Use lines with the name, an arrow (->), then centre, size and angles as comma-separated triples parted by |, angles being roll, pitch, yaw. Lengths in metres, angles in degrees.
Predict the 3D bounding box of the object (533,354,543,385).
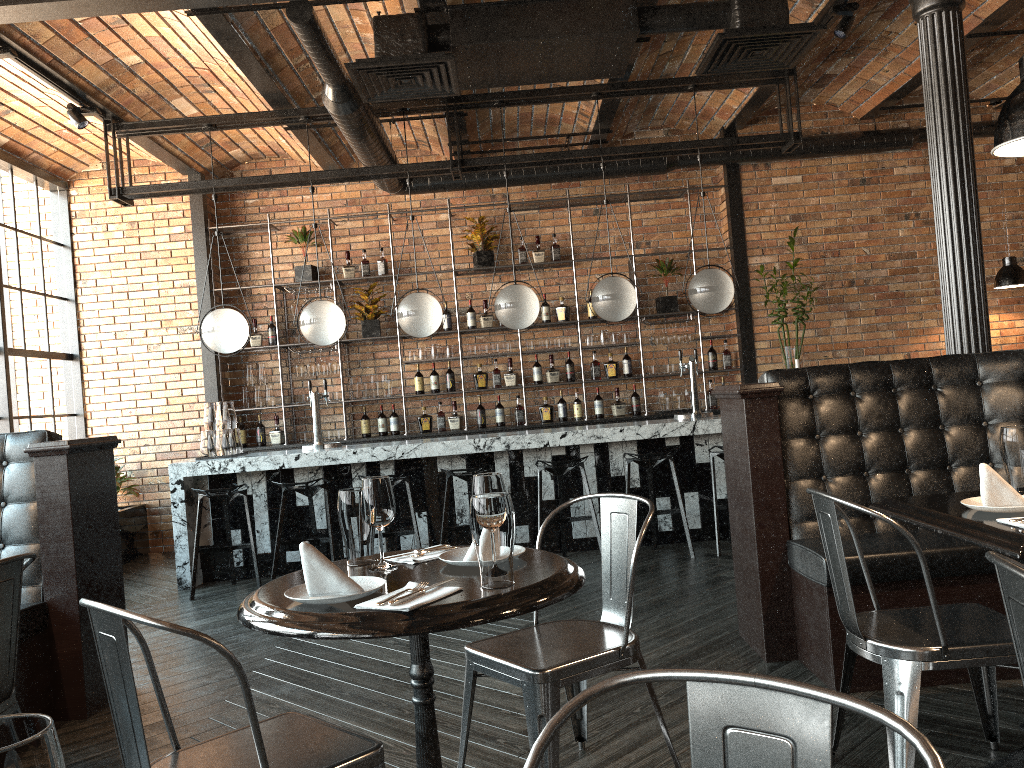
object -> 0.242, -0.139, 8.466 | 0.086, 0.298, 0.086 | -4, -1, -41

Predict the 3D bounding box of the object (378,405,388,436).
object -> -1.239, 0.347, 8.481 | 0.086, 0.298, 0.086 | -4, -1, -41

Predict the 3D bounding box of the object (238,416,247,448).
object -> -2.578, 0.458, 8.451 | 0.086, 0.299, 0.086 | -4, -1, -41

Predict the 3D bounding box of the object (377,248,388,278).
object -> -1.237, -1.157, 8.468 | 0.083, 0.282, 0.083 | -5, -1, 15

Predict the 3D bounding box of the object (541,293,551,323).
object -> 0.322, -0.719, 8.497 | 0.086, 0.298, 0.086 | -4, -1, -41

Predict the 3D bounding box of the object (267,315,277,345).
object -> -2.287, -0.505, 8.461 | 0.086, 0.299, 0.086 | -4, -1, -41

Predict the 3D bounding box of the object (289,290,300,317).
object -> -2.055, -0.762, 8.370 | 0.092, 0.244, 0.092 | -5, -1, 6

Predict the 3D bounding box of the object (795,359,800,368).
object -> 2.527, -0.020, 7.544 | 0.319, 0.397, 0.316 | -4, -1, -41

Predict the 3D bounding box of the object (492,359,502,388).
object -> -0.147, -0.099, 8.457 | 0.083, 0.282, 0.083 | -5, -1, 0

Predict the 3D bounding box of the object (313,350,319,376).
object -> -1.899, -0.198, 8.528 | 0.092, 0.244, 0.092 | -5, -1, 6

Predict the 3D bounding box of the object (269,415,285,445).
object -> -2.229, 0.439, 8.432 | 0.123, 0.279, 0.123 | -5, -1, 13

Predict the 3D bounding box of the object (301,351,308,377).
object -> -2.009, -0.189, 8.528 | 0.092, 0.244, 0.092 | -5, -1, 6

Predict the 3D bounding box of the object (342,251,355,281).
object -> -1.560, -1.129, 8.468 | 0.123, 0.279, 0.123 | -5, -1, -12

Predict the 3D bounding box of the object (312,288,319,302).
object -> -1.847, -0.779, 8.371 | 0.092, 0.244, 0.092 | -5, -1, 6

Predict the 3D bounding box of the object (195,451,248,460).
object -> -2.200, 0.546, 6.739 | 0.273, 0.019, 0.437 | -5, -1, 0

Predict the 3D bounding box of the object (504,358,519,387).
object -> -0.009, -0.108, 8.444 | 0.123, 0.279, 0.123 | -5, -1, 13

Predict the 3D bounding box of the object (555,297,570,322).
object -> 0.483, -0.705, 8.465 | 0.151, 0.248, 0.094 | -5, -1, 29

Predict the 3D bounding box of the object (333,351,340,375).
object -> -1.697, -0.214, 8.529 | 0.092, 0.244, 0.092 | -5, -1, 6

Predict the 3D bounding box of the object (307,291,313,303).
object -> -1.946, -0.769, 8.535 | 0.092, 0.244, 0.092 | -5, -1, 6

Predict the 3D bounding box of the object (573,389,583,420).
object -> 0.625, 0.195, 8.455 | 0.080, 0.299, 0.080 | -5, -1, 2

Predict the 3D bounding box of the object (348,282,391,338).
object -> -1.344, -0.695, 8.434 | 0.430, 0.526, 0.425 | -5, -1, 12

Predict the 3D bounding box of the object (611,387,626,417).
object -> 1.010, 0.173, 8.442 | 0.123, 0.279, 0.123 | -5, -1, -12

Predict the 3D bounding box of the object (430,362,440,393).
object -> -0.741, -0.059, 8.487 | 0.086, 0.298, 0.086 | -4, -1, -41

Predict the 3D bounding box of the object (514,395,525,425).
object -> 0.067, 0.248, 8.453 | 0.083, 0.282, 0.083 | -5, -1, -15

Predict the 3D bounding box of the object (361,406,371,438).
object -> -1.396, 0.361, 8.455 | 0.086, 0.299, 0.086 | -4, -1, -41

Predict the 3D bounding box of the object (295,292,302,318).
object -> -2.056, -0.760, 8.535 | 0.092, 0.244, 0.092 | -5, -1, 6

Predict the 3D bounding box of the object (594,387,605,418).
object -> 0.829, 0.177, 8.463 | 0.086, 0.298, 0.086 | -4, -1, -41

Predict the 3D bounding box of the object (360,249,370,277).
object -> -1.403, -1.144, 8.467 | 0.083, 0.282, 0.083 | -5, -1, -15

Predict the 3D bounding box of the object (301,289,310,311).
object -> -1.946, -0.771, 8.370 | 0.092, 0.244, 0.092 | -5, -1, 6

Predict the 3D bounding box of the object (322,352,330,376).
object -> -1.800, -0.206, 8.529 | 0.092, 0.244, 0.092 | -5, -1, 6

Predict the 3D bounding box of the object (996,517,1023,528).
object -> 1.388, 0.340, 2.249 | 0.255, 0.019, 0.157 | -5, -1, 0

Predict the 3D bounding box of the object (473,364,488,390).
object -> -0.300, -0.069, 8.456 | 0.151, 0.248, 0.094 | -5, -1, -11

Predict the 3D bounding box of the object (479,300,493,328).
object -> -0.247, -0.661, 8.450 | 0.123, 0.279, 0.123 | -5, -1, -12

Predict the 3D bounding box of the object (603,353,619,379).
object -> 0.948, -0.171, 8.460 | 0.151, 0.248, 0.094 | -5, -1, 9

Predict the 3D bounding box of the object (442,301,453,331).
object -> -0.622, -0.640, 8.476 | 0.086, 0.298, 0.086 | -4, -1, -41

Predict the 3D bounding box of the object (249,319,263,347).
object -> -2.441, -0.481, 8.443 | 0.123, 0.279, 0.123 | -5, -1, -11

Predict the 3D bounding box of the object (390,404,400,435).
object -> -1.121, 0.337, 8.457 | 0.086, 0.298, 0.086 | -4, -1, -41

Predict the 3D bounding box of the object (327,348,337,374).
object -> -1.697, -0.216, 8.364 | 0.092, 0.244, 0.092 | -5, -1, 6

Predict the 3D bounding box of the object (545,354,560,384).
object -> 0.384, -0.140, 8.445 | 0.123, 0.279, 0.123 | -5, -1, -12

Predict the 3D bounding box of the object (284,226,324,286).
object -> -1.981, -1.232, 8.493 | 0.377, 0.554, 0.422 | -5, -1, -13

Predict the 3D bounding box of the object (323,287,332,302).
object -> -1.744, -0.787, 8.371 | 0.092, 0.244, 0.092 | -5, -1, 6

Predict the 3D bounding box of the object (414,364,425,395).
object -> -0.886, -0.046, 8.461 | 0.086, 0.299, 0.086 | -4, -1, -41

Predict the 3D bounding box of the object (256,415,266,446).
object -> -2.387, 0.441, 8.421 | 0.086, 0.297, 0.086 | -5, -1, 34

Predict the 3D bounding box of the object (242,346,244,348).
object -> -2.620, -0.477, 8.488 | 0.086, 0.298, 0.086 | -4, -1, -41

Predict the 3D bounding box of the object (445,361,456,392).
object -> -0.590, -0.071, 8.459 | 0.086, 0.297, 0.086 | -4, -1, -41

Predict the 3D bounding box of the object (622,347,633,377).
object -> 1.100, -0.208, 8.475 | 0.086, 0.298, 0.086 | -4, -1, -41

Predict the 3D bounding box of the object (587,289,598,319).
object -> 0.764, -0.754, 8.473 | 0.086, 0.299, 0.086 | -4, -1, -41

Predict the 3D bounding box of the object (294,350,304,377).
object -> -2.008, -0.191, 8.363 | 0.092, 0.244, 0.092 | -5, -1, 6

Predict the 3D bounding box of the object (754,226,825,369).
object -> 2.498, -0.594, 7.916 | 0.584, 1.546, 0.673 | -5, -1, 39

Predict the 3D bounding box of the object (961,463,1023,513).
object -> 1.394, 0.287, 2.506 | 0.232, 0.139, 0.232 | -4, -1, -42

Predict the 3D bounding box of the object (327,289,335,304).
object -> -1.744, -0.785, 8.536 | 0.092, 0.244, 0.092 | -5, -1, 6

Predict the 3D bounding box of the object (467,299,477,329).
object -> -0.389, -0.660, 8.471 | 0.086, 0.298, 0.086 | -4, -1, -41

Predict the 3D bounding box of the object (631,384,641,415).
object -> 1.178, 0.148, 8.460 | 0.086, 0.299, 0.086 | -4, -1, -41

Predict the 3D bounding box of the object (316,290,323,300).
object -> -1.847, -0.777, 8.536 | 0.092, 0.244, 0.092 | -5, -1, 6

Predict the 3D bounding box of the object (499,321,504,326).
object -> -0.087, -0.677, 8.464 | 0.083, 0.282, 0.083 | -5, -1, 0

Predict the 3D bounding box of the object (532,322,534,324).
object -> 0.158, -0.706, 8.468 | 0.086, 0.299, 0.086 | -4, -1, -41

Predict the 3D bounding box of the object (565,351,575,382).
object -> 0.552, -0.165, 8.463 | 0.086, 0.299, 0.086 | -4, -1, -41

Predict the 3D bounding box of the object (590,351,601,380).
object -> 0.794, -0.176, 8.460 | 0.083, 0.282, 0.083 | -5, -1, -15

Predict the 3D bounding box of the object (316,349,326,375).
object -> -1.800, -0.208, 8.364 | 0.092, 0.244, 0.092 | -5, -1, 6

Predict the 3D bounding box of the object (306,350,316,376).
object -> -1.899, -0.200, 8.363 | 0.092, 0.244, 0.092 | -5, -1, 6
